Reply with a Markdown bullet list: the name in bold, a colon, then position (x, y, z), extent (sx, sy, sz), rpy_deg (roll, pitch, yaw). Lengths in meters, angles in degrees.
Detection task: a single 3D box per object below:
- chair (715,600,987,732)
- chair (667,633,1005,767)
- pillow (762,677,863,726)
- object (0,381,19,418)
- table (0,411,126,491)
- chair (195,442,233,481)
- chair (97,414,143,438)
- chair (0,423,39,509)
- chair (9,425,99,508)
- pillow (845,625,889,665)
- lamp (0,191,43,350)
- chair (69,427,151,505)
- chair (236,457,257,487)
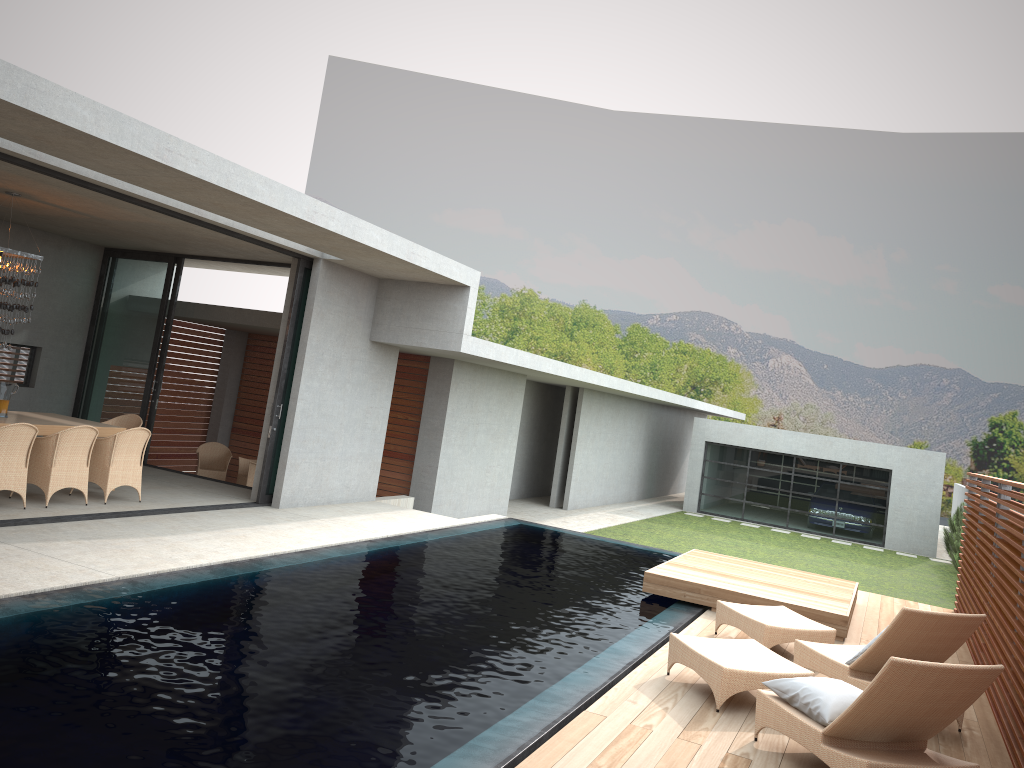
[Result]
- **chair**: position (2.533, 1.911, 6.994), extent (0.697, 0.833, 2.291), rpy_deg (10, -2, -17)
- **chair**: position (1.827, 1.781, 5.490), extent (0.697, 0.833, 2.290), rpy_deg (9, -2, -16)
- **pillow**: position (1.881, 1.840, 5.152), extent (0.592, 0.195, 0.593), rpy_deg (9, -2, -20)
- **object**: position (-5.678, 0.175, 9.872), extent (0.193, 0.390, 0.191), rpy_deg (8, -5, 6)
- **table**: position (-5.954, 0.708, 9.469), extent (1.284, 0.762, 3.228), rpy_deg (7, -2, 24)
- **chair**: position (-5.207, 1.466, 15.319), extent (0.614, 0.870, 0.629), rpy_deg (10, -4, -21)
- **chair**: position (-5.176, 0.804, 11.366), extent (0.619, 0.870, 0.624), rpy_deg (7, -5, 24)
- **chair**: position (-5.103, 0.767, 8.699), extent (0.632, 0.870, 0.611), rpy_deg (7, -5, 24)
- **chair**: position (-4.812, 0.822, 9.369), extent (0.632, 0.870, 0.611), rpy_deg (7, -5, 24)
- **pillow**: position (2.778, 1.863, 6.272), extent (0.606, 0.430, 0.426), rpy_deg (9, -3, -18)
- **lamp**: position (-5.729, -1.270, 9.836), extent (0.620, 1.769, 0.613), rpy_deg (6, -6, 24)
- **chair**: position (-4.521, 0.877, 10.040), extent (0.632, 0.870, 0.611), rpy_deg (7, -5, 24)
- **chair**: position (-4.325, 1.593, 15.103), extent (0.625, 0.870, 0.618), rpy_deg (11, -5, -36)
